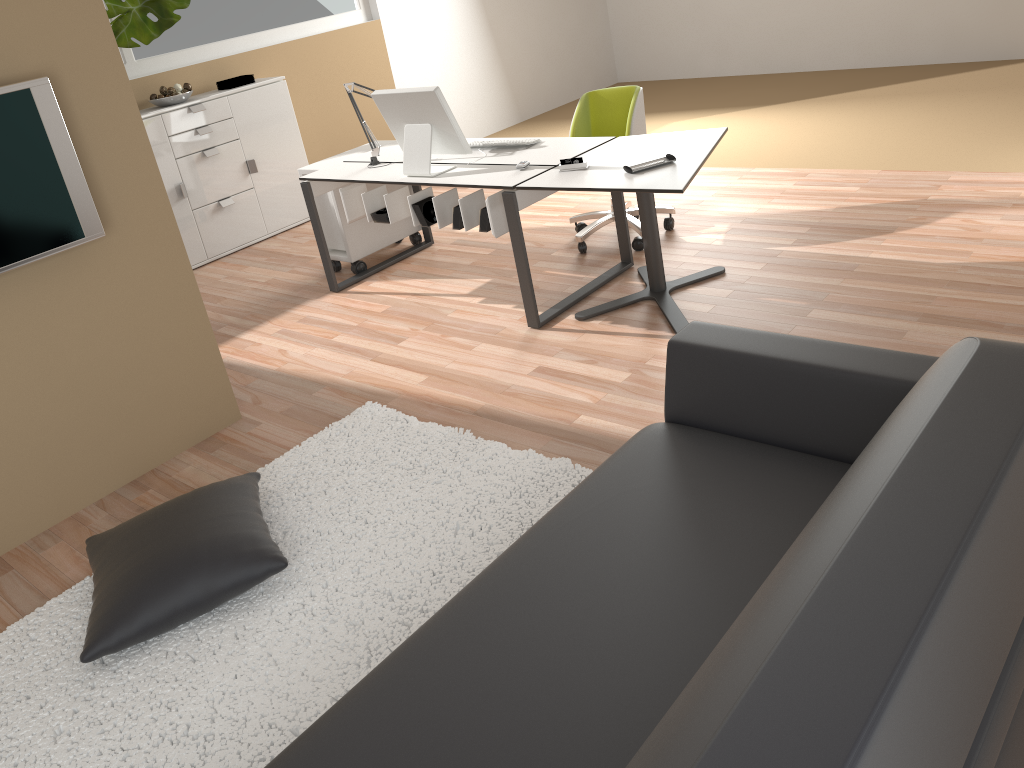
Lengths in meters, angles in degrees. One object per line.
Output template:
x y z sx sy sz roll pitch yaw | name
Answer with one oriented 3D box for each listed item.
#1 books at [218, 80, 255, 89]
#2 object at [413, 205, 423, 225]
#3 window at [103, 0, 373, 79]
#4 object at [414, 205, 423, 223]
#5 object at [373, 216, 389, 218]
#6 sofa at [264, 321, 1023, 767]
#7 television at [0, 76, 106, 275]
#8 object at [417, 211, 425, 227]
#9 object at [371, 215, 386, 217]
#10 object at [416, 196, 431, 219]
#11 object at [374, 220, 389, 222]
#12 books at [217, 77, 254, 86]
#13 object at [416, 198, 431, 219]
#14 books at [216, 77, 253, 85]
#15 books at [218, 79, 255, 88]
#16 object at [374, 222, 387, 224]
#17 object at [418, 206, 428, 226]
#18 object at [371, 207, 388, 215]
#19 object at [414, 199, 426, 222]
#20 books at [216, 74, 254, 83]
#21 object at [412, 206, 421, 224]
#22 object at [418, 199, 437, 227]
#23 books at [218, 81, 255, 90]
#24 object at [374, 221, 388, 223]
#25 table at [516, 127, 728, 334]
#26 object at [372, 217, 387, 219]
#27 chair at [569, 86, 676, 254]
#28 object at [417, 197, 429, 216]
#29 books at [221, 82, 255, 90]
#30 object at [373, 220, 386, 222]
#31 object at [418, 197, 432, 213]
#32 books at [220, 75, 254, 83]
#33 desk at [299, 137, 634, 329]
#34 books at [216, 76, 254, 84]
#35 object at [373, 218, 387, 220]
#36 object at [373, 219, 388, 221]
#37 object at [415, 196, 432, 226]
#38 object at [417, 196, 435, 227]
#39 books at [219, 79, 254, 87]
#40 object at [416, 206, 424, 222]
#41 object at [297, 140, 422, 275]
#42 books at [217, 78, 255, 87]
-2.009 -2.183 6.416 0.159 0.006 0.229 12 34 39 | books
-0.419 -0.860 4.383 0.040 0.109 0.137 8 31 41 | object
-2.546 -3.108 6.121 0.045 1.726 3.755 7 31 41 | window
-0.414 -0.858 4.379 0.040 0.109 0.137 8 31 41 | object
-0.647 -0.895 4.600 0.121 0.002 0.137 13 35 40 | object
0.134 0.612 1.390 0.961 0.802 2.333 10 33 40 | sofa
-1.909 -0.519 2.691 0.055 0.556 1.213 7 31 41 | television
-0.412 -0.858 4.377 0.040 0.109 0.137 8 31 41 | object
-0.650 -0.901 4.599 0.120 0.002 0.137 13 35 40 | object
-0.425 -0.861 4.390 0.040 0.109 0.137 8 31 41 | object
-0.638 -0.874 4.603 0.121 0.002 0.137 13 35 40 | object
-2.013 -2.202 6.407 0.159 0.006 0.229 13 35 41 | books
-0.403 -0.856 4.369 0.040 0.109 0.137 8 31 41 | object
-2.016 -2.208 6.408 0.159 0.007 0.230 12 34 39 | books
-2.012 -2.187 6.413 0.158 0.006 0.230 11 34 38 | books
-0.633 -0.864 4.604 0.120 0.002 0.137 13 35 40 | object
-0.393 -0.854 4.361 0.040 0.109 0.137 8 31 41 | object
-0.653 -0.907 4.599 0.121 0.002 0.137 13 35 40 | object
-0.417 -0.859 4.382 0.040 0.109 0.137 8 31 41 | object
-2.015 -2.223 6.403 0.159 0.006 0.229 12 34 39 | books
-0.427 -0.862 4.391 0.040 0.109 0.137 8 31 41 | object
-0.393 -0.854 4.360 0.040 0.109 0.137 8 31 41 | object
-2.008 -2.178 6.418 0.159 0.006 0.229 12 34 39 | books
-0.636 -0.870 4.603 0.120 0.002 0.137 13 35 40 | object
0.674 -0.708 4.009 0.817 0.660 0.958 9 31 38 | table
-0.646 -0.890 4.601 0.120 0.002 0.137 13 35 40 | object
0.566 -1.215 4.960 0.620 0.777 0.625 -3 24 19 | chair
-0.424 -0.861 4.388 0.040 0.109 0.137 8 31 41 | object
-2.007 -2.173 6.419 0.159 0.007 0.229 12 34 39 | books
-0.638 -0.874 4.603 0.120 0.002 0.137 13 35 40 | object
-0.410 -0.858 4.375 0.040 0.109 0.137 8 31 41 | object
-2.014 -2.218 6.404 0.159 0.007 0.229 12 34 39 | books
-0.273 -0.884 4.748 1.618 0.659 0.831 13 33 41 | desk
-2.017 -2.213 6.407 0.159 0.007 0.230 12 34 39 | books
-0.643 -0.884 4.601 0.121 0.002 0.137 13 35 40 | object
-0.641 -0.880 4.602 0.120 0.002 0.137 13 35 40 | object
-0.420 -0.860 4.385 0.040 0.109 0.137 8 31 41 | object
-0.407 -0.857 4.373 0.040 0.109 0.137 8 31 41 | object
-2.011 -2.193 6.413 0.159 0.006 0.229 12 34 39 | books
-0.405 -0.856 4.371 0.040 0.109 0.137 8 31 41 | object
-0.902 -1.097 5.461 0.311 0.649 0.642 9 30 41 | object
-2.012 -2.198 6.411 0.159 0.006 0.229 12 34 39 | books
